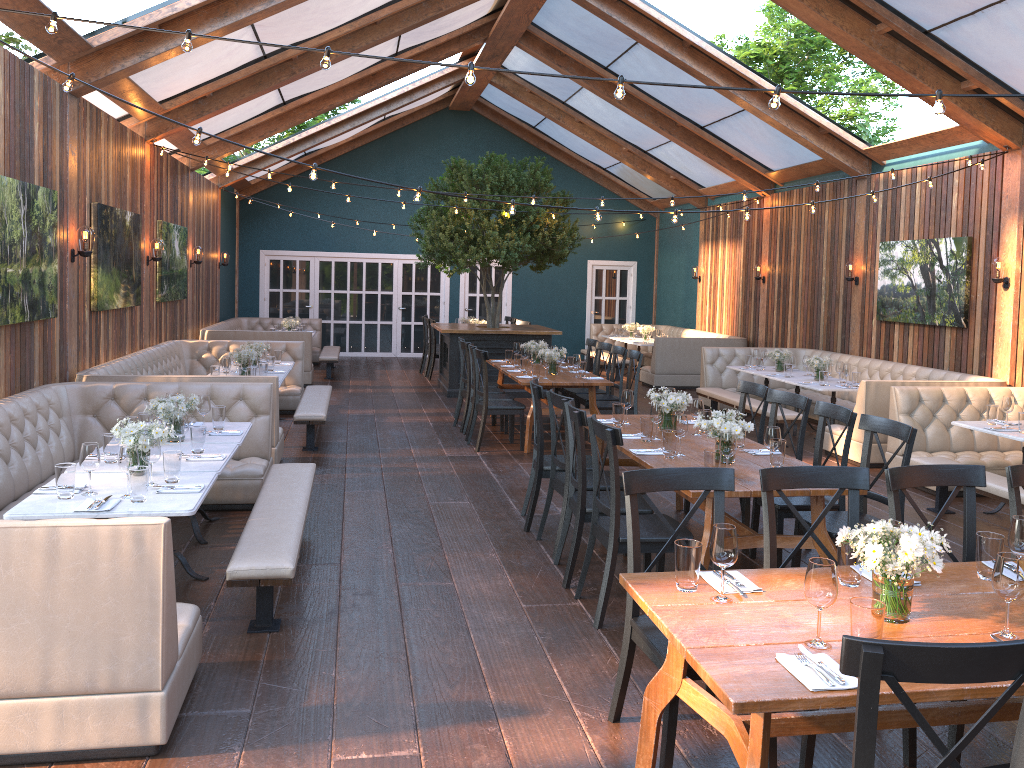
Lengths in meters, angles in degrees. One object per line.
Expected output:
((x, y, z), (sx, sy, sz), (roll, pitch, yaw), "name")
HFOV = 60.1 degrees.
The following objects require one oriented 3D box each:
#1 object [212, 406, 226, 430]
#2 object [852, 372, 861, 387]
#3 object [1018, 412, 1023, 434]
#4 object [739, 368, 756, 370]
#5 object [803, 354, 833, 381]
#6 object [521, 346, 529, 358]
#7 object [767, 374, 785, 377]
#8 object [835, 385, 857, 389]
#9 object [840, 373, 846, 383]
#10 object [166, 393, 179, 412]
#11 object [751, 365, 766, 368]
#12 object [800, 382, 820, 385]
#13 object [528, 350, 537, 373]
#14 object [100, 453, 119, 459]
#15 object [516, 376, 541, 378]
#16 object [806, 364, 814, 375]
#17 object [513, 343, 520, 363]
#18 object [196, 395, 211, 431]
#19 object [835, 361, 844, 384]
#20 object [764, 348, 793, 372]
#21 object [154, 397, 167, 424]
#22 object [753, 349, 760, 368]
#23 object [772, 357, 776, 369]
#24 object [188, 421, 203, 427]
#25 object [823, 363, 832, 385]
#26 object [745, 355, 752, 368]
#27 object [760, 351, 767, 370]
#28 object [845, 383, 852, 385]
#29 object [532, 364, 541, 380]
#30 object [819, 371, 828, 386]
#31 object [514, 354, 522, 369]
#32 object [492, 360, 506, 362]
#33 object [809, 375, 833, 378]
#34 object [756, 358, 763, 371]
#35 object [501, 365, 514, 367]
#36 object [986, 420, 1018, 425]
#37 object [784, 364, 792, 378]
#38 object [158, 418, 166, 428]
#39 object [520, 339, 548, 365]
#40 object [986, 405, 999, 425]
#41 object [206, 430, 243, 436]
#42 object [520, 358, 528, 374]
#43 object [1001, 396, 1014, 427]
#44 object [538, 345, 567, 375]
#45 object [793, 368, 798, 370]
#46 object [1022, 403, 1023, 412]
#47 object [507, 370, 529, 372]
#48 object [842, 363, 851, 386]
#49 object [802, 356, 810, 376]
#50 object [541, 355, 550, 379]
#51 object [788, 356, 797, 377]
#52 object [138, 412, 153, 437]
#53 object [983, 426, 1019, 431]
((-1.994, 0.232, 6.014), (0.092, 0.157, 0.092), (0, 4, -24), "object")
((3.761, -0.047, 9.666), (0.092, 0.157, 0.092), (3, 4, 26), "object")
((3.932, 0.299, 6.787), (0.092, 0.157, 0.092), (0, 4, -24), "object")
((3.062, -0.201, 11.387), (0.255, 0.019, 0.158), (0, 7, -10), "object")
((3.536, -0.192, 10.193), (0.336, 0.308, 0.330), (2, 5, 6), "object")
((0.149, -0.310, 10.209), (0.092, 0.243, 0.092), (1, 4, -13), "object")
((3.189, -0.107, 10.626), (0.255, 0.019, 0.158), (0, 7, -10), "object")
((3.611, 0.027, 9.594), (0.157, 0.019, 0.256), (0, 7, -10), "object")
((3.766, -0.094, 10.056), (0.092, 0.157, 0.092), (0, 4, -24), "object")
((-2.303, 0.184, 5.986), (0.092, 0.243, 0.092), (4, 4, 38), "object")
((3.253, -0.234, 11.710), (0.157, 0.019, 0.256), (0, 7, -10), "object")
((3.331, -0.010, 9.843), (0.255, 0.019, 0.158), (0, 7, -10), "object")
((0.222, -0.249, 9.713), (0.092, 0.243, 0.092), (1, 3, -7), "object")
((-2.301, 0.407, 5.058), (0.255, 0.019, 0.158), (0, 7, -10), "object")
((0.176, -0.077, 9.208), (0.255, 0.019, 0.158), (0, 7, -10), "object")
((3.635, -0.185, 10.794), (0.092, 0.157, 0.092), (0, 4, -24), "object")
((0.055, -0.382, 10.794), (0.092, 0.243, 0.092), (4, 4, 38), "object")
((-2.068, 0.197, 5.932), (0.092, 0.243, 0.092), (4, 4, 38), "object")
((3.692, -0.129, 9.974), (0.092, 0.243, 0.092), (4, 4, 38), "object")
((3.368, -0.308, 11.136), (0.336, 0.308, 0.330), (2, 5, 2), "object")
((-2.273, 0.213, 5.746), (0.092, 0.243, 0.092), (4, 4, 38), "object")
((3.187, -0.330, 11.553), (0.092, 0.243, 0.092), (4, 4, 38), "object")
((3.422, -0.317, 11.499), (0.092, 0.243, 0.092), (4, 4, 38), "object")
((-2.237, 0.280, 6.143), (0.157, 0.019, 0.256), (0, 7, -10), "object")
((3.485, -0.110, 9.769), (0.092, 0.243, 0.092), (1, 3, -7), "object")
((3.106, -0.298, 11.630), (0.092, 0.157, 0.092), (0, 4, -24), "object")
((3.216, -0.301, 11.313), (0.092, 0.243, 0.092), (4, 4, 38), "object")
((3.840, -0.005, 9.911), (0.255, 0.019, 0.158), (0, 7, -10), "object")
((0.245, -0.124, 9.030), (0.092, 0.157, 0.092), (3, 4, 26), "object")
((3.409, -0.060, 9.692), (0.092, 0.157, 0.092), (0, 4, -24), "object")
((0.065, -0.258, 10.118), (0.092, 0.157, 0.092), (1, 4, -4), "object")
((-0.125, -0.284, 10.876), (0.255, 0.019, 0.158), (0, 7, -10), "object")
((3.710, -0.096, 10.649), (0.255, 0.019, 0.158), (0, 7, -10), "object")
((3.140, -0.251, 11.236), (0.092, 0.157, 0.092), (0, 4, -24), "object")
((-0.001, -0.210, 10.286), (0.255, 0.019, 0.158), (0, 7, -10), "object")
((4.045, 0.316, 7.261), (0.157, 0.019, 0.256), (0, 7, -10), "object")
((3.267, -0.157, 10.474), (0.092, 0.157, 0.092), (0, 4, -24), "object")
((-2.383, 0.215, 6.063), (0.092, 0.157, 0.092), (0, 4, -24), "object")
((0.278, -0.385, 10.601), (0.336, 0.308, 0.331), (0, 5, -14), "object")
((3.898, 0.252, 7.181), (0.092, 0.157, 0.092), (0, 4, -24), "object")
((-1.919, 0.321, 5.869), (0.255, 0.019, 0.158), (0, 7, -10), "object")
((0.130, -0.195, 9.603), (0.092, 0.157, 0.092), (3, 4, 16), "object")
((3.979, 0.220, 7.104), (0.092, 0.243, 0.092), (4, 4, 38), "object")
((0.432, -0.258, 9.565), (0.329, 0.308, 0.337), (4, 6, 27), "object")
((3.570, -0.193, 11.437), (0.255, 0.019, 0.158), (0, 7, -10), "object")
((4.008, 0.249, 6.864), (0.092, 0.243, 0.092), (4, 4, 38), "object")
((0.076, -0.148, 9.781), (0.255, 0.019, 0.158), (0, 7, -10), "object")
((3.682, -0.101, 9.739), (0.092, 0.243, 0.092), (4, 4, 38), "object")
((3.561, -0.220, 10.712), (0.092, 0.243, 0.092), (4, 4, 38), "object")
((0.349, -0.177, 9.136), (0.092, 0.243, 0.092), (1, 3, -7), "object")
((3.343, -0.207, 10.552), (0.092, 0.243, 0.092), (4, 4, 38), "object")
((-2.350, 0.263, 5.669), (0.092, 0.157, 0.092), (0, 4, -24), "object")
((3.854, 0.349, 6.939), (0.255, 0.019, 0.158), (0, 7, -10), "object")
